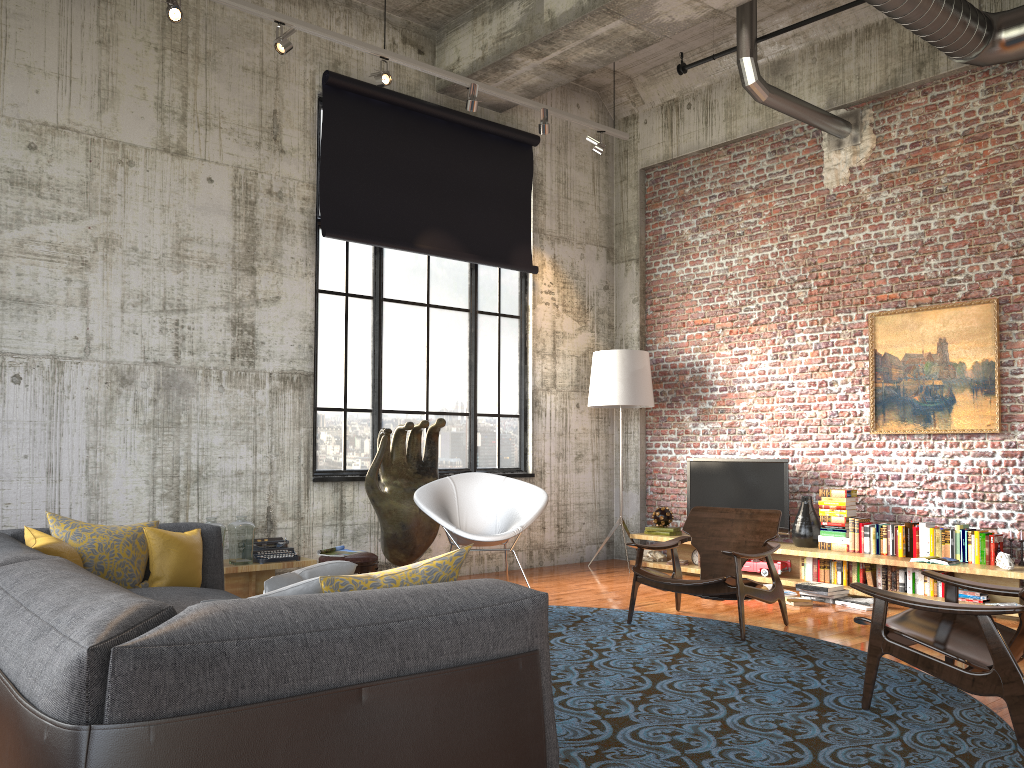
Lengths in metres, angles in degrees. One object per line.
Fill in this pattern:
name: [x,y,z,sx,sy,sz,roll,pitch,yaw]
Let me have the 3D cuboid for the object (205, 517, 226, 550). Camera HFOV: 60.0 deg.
object: [-2.209,1.161,6.505,0.163,0.361,0.163,3,-4,-42]

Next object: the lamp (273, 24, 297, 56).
lamp: [-1.650,-2.480,6.410,0.102,0.240,0.183,-2,-4,45]

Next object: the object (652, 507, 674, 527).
object: [1.560,1.377,9.165,0.215,0.207,0.216,-2,-4,39]

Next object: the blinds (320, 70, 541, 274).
blinds: [-0.689,-1.928,8.446,2.445,1.462,0.150,3,-4,-40]

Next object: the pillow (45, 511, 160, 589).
pillow: [-1.876,0.805,4.068,0.537,0.445,0.260,3,-4,-33]

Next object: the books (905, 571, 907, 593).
books: [3.216,1.600,7.172,0.122,0.168,0.020,3,-4,-40]

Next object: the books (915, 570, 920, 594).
books: [3.283,1.590,7.115,0.132,0.181,0.034,3,-4,-40]

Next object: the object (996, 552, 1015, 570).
object: [3.656,1.314,6.560,0.123,0.123,0.252,0,-4,5]

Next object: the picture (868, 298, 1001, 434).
picture: [3.497,-0.119,7.397,0.040,1.063,1.065,2,-4,-40]

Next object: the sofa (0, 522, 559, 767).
sofa: [-1.275,1.034,3.246,1.363,0.860,3.007,3,-5,-39]

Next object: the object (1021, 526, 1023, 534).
object: [3.842,1.144,6.516,0.197,0.445,0.234,-2,-3,37]

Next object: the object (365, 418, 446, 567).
object: [-0.937,0.937,7.613,0.728,1.294,0.456,2,-3,-29]

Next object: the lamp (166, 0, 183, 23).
lamp: [-2.260,-2.515,5.934,0.102,0.228,0.199,2,-4,-30]

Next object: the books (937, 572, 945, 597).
books: [3.393,1.580,6.972,0.132,0.181,0.034,3,-4,-40]

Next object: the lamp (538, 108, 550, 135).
lamp: [0.291,-2.354,8.020,0.102,0.251,0.165,0,-3,5]

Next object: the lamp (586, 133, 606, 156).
lamp: [0.828,-2.308,8.542,0.226,0.215,0.102,0,-3,1]

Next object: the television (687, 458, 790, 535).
television: [2.169,1.113,8.539,1.090,0.792,0.286,-2,-4,36]

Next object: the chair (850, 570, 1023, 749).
chair: [2.223,1.142,4.172,0.876,0.792,1.044,3,-5,-39]

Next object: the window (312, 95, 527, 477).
window: [-0.804,-0.796,8.535,2.581,3.430,0.050,3,-4,-40]

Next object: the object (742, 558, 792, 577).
object: [2.251,1.670,8.186,0.600,0.173,0.244,-3,-5,41]

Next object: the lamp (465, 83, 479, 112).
lamp: [-0.336,-2.397,7.483,0.102,0.251,0.165,1,-3,-15]

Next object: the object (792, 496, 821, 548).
object: [2.672,1.245,8.030,0.268,0.455,0.268,1,-3,-9]

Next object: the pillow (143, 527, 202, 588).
pillow: [-1.606,0.838,4.257,0.168,0.318,0.435,-1,-4,24]

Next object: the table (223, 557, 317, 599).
table: [-2.010,1.541,6.800,0.876,0.358,0.475,4,-5,-40]

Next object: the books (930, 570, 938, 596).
books: [3.351,1.577,7.008,0.138,0.191,0.026,3,-4,-40]

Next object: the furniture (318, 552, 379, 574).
furniture: [-1.167,1.444,6.316,0.432,0.476,0.432,0,-3,5]

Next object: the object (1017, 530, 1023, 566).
object: [3.886,1.249,6.756,0.057,0.272,0.057,0,-3,10]

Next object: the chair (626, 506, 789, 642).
chair: [1.381,1.291,6.224,0.875,0.792,1.044,-3,-5,40]

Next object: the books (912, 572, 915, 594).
books: [3.256,1.597,7.127,0.122,0.168,0.020,3,-4,-40]

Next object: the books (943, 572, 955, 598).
books: [3.417,1.571,6.930,0.138,0.191,0.026,3,-4,-40]

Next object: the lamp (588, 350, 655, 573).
lamp: [1.137,0.791,9.227,0.694,2.240,0.708,1,-3,-18]

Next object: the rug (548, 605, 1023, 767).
rug: [-0.133,1.558,4.557,4.846,0.009,4.855,0,-4,6]

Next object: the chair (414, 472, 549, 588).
chair: [-0.238,1.215,6.922,1.057,1.029,0.808,0,-3,-1]

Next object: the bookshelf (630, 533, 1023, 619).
bookshelf: [2.672,1.641,7.880,0.548,0.358,3.848,3,-5,-40]

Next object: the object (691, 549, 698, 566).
object: [1.856,1.718,8.791,0.068,0.172,0.169,2,-4,-39]

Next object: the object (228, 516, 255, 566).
object: [-2.032,1.173,6.655,0.163,0.361,0.163,2,-3,-38]

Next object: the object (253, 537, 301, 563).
object: [-1.872,1.293,6.896,0.424,0.153,0.382,4,-5,-40]

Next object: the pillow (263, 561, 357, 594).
pillow: [-0.622,0.688,2.641,0.171,0.314,0.365,-2,-4,39]

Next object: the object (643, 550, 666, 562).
object: [1.454,1.758,9.115,0.183,0.133,0.274,2,-4,-31]

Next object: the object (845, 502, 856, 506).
object: [2.858,1.047,7.789,0.178,0.031,0.249,4,-6,-40]

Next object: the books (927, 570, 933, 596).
books: [3.337,1.579,7.029,0.138,0.191,0.026,3,-4,-40]

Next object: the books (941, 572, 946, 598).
books: [3.405,1.574,6.948,0.121,0.189,0.019,3,-3,-40]

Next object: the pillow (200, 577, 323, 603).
pillow: [-0.673,0.693,2.447,0.435,0.318,0.168,3,-4,-41]

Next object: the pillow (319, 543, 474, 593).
pillow: [-0.377,0.708,2.688,0.537,0.445,0.260,3,-4,-33]

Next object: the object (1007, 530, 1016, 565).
object: [3.845,1.254,6.825,0.057,0.272,0.057,0,-3,10]

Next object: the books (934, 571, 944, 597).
books: [3.370,1.576,6.991,0.138,0.191,0.026,3,-4,-40]

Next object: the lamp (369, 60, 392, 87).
lamp: [-1.022,-2.434,6.971,0.261,0.211,0.102,-3,-4,45]

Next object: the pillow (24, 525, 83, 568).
pillow: [-1.975,0.805,3.828,0.228,0.371,0.405,2,-4,-31]
